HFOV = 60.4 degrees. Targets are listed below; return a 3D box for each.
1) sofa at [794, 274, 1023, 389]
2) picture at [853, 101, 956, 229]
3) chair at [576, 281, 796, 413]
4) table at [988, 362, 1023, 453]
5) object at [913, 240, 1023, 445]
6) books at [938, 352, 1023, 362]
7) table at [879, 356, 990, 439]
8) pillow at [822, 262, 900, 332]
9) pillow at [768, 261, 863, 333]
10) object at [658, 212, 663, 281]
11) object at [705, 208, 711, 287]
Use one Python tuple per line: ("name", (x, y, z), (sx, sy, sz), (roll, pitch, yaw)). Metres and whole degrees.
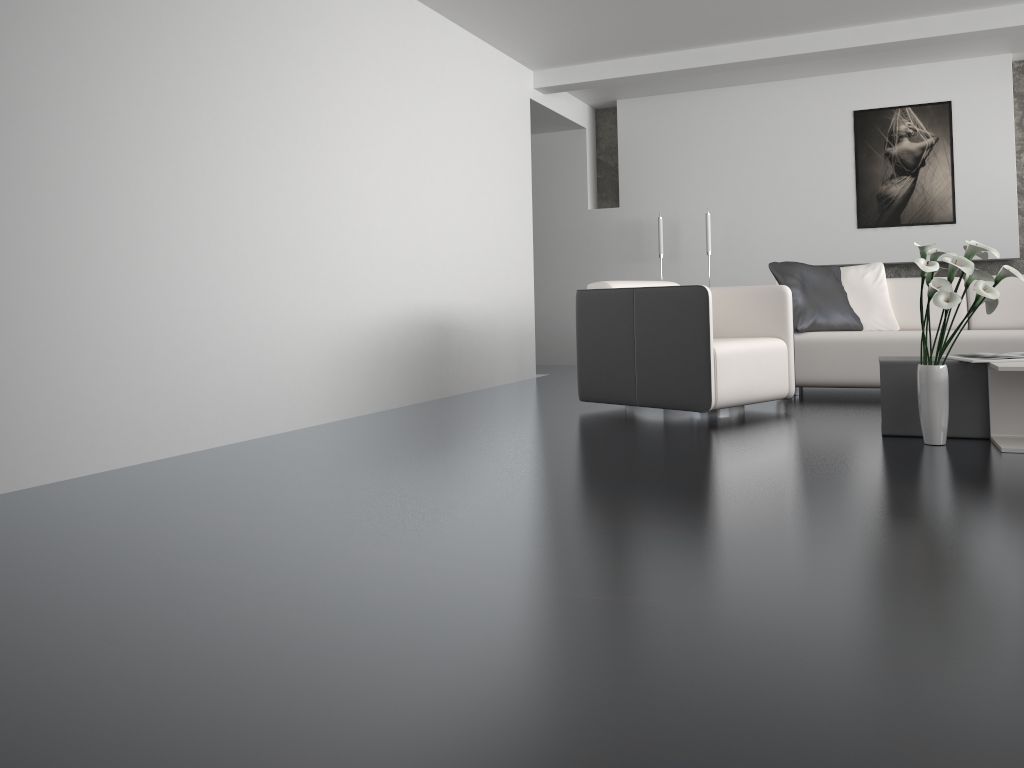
("sofa", (2.779, -0.328, 5.319), (2.237, 0.661, 0.921), (1, 3, 21))
("picture", (3.244, -1.806, 7.294), (0.745, 1.007, 0.004), (-1, -2, 24))
("chair", (0.916, -0.240, 4.772), (0.769, 0.662, 0.919), (-3, 3, -42))
("table", (2.303, 0.086, 3.205), (0.968, 0.314, 0.299), (1, 2, 22))
("object", (1.719, -0.159, 3.382), (0.377, 0.799, 0.446), (-1, 0, 7))
("books", (2.099, -0.113, 3.633), (0.548, 0.017, 0.359), (-1, 5, 4))
("table", (2.184, 0.054, 3.594), (1.257, 0.314, 0.299), (1, 2, 22))
("pillow", (2.153, -0.536, 5.677), (0.584, 0.500, 0.323), (-1, 0, 13))
("pillow", (1.908, -0.546, 5.488), (0.566, 0.450, 0.277), (-2, 0, -22))
("object", (1.345, -0.846, 7.895), (0.180, 1.398, 0.180), (-2, -2, 24))
("object", (1.713, -0.829, 7.620), (0.180, 1.398, 0.180), (-2, -2, 24))
